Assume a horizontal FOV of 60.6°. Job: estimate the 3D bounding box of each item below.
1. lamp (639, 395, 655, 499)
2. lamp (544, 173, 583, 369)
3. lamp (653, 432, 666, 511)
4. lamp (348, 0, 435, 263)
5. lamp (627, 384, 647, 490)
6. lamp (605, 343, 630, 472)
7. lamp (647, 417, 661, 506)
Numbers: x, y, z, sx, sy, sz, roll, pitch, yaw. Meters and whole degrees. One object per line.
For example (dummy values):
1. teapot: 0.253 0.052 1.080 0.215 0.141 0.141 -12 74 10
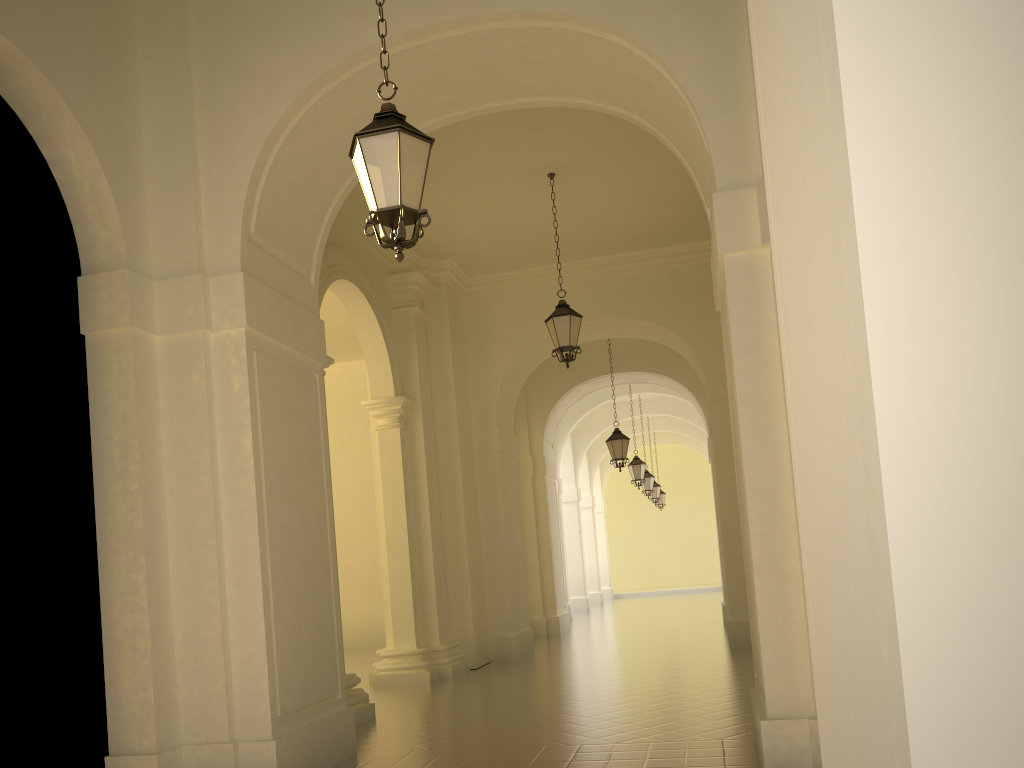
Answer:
1. lamp: 3.957 1.819 26.297 0.512 3.279 0.445 -5 -3 12
2. lamp: 0.612 -1.457 11.284 0.447 2.542 0.509 -8 -4 42
3. lamp: 5.599 3.254 33.744 0.512 3.279 0.445 -5 -3 12
4. lamp: -0.754 -2.301 4.928 0.441 3.279 0.516 -4 -3 -18
5. lamp: 3.119 1.085 22.493 0.512 3.279 0.445 -5 -3 12
6. lamp: 2.032 0.135 17.563 0.441 3.279 0.516 -4 -3 -18
7. lamp: 4.781 2.539 30.032 0.512 3.279 0.445 -5 -3 12
